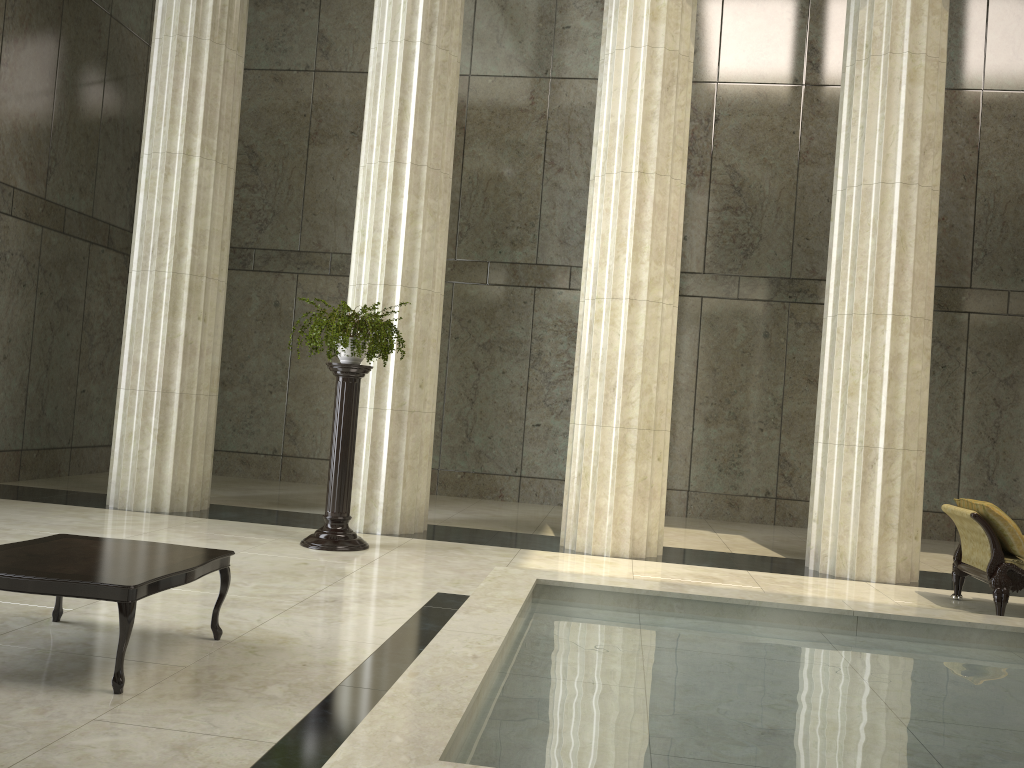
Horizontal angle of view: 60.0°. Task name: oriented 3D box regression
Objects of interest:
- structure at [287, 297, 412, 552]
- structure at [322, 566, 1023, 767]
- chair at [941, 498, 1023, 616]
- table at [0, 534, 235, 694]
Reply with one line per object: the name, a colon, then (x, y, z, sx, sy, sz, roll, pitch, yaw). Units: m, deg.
structure: (-1.594, 0.347, 8.481, 1.159, 2.386, 1.053, 3, -2, 37)
structure: (5.363, 1.857, 3.555, 11.573, 0.508, 3.754, 4, -2, 7)
chair: (4.867, 1.534, 7.523, 2.172, 0.950, 0.993, 4, -2, 7)
table: (-2.176, 1.131, 4.549, 1.123, 0.494, 1.134, 4, -2, 6)
